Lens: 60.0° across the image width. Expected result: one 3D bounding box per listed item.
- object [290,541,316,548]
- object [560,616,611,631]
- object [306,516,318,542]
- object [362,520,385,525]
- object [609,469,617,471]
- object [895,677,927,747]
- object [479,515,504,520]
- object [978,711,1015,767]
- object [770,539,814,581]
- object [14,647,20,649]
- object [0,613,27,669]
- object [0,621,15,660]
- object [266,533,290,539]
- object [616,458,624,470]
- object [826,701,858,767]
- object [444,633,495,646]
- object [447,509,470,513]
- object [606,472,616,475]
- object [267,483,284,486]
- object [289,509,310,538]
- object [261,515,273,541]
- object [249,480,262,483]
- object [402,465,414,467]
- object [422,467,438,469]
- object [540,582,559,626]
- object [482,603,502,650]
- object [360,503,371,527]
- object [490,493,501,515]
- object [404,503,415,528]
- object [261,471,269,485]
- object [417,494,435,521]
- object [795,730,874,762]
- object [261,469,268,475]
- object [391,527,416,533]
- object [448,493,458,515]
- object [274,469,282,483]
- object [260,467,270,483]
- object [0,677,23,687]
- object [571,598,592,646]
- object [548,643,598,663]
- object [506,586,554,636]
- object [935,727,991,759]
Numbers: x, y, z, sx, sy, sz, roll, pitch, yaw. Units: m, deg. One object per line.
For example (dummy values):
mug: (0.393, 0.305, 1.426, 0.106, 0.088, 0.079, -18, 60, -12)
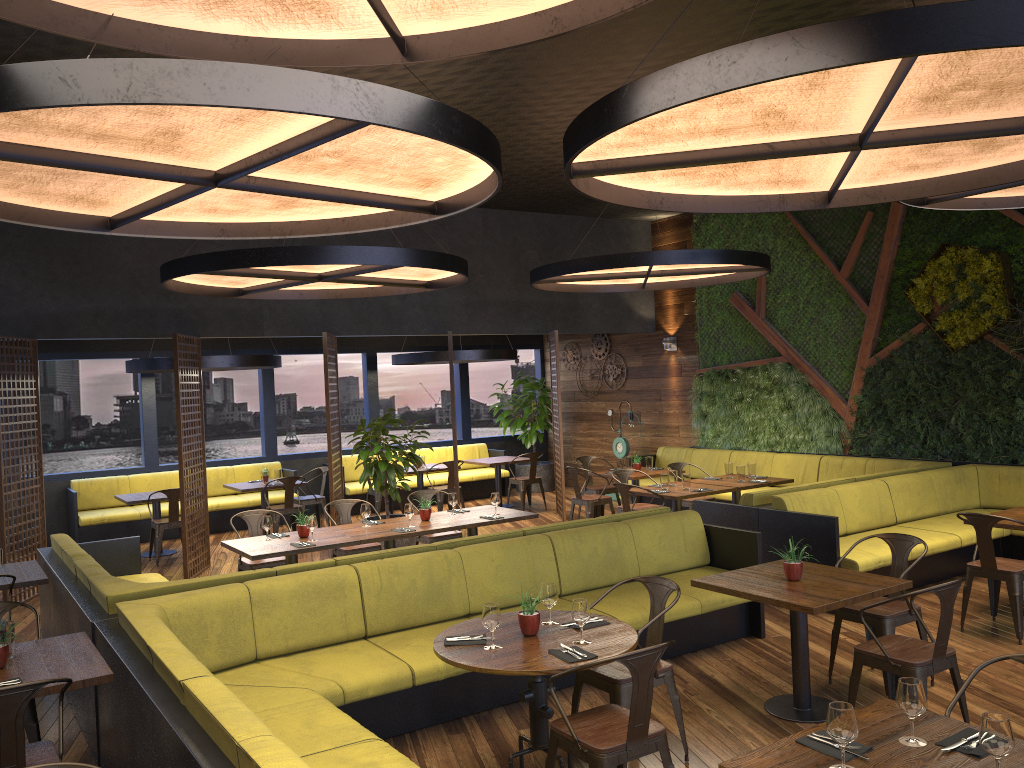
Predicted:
object: (-1.719, 1.308, 7.262, 0.157, 0.019, 0.255, -3, 0, -33)
object: (0.363, 1.228, 4.554, 0.255, 0.019, 0.157, -3, 0, -31)
object: (-1.675, 1.212, 7.429, 0.097, 0.206, 0.097, -3, 0, 13)
object: (-1.275, 1.284, 8.228, 0.157, 0.019, 0.255, -3, 0, -33)
object: (1.424, 1.143, 11.893, 0.255, 0.019, 0.157, -3, 0, -34)
object: (1.340, 1.098, 2.974, 0.097, 0.206, 0.097, -3, 0, -33)
object: (-0.200, 1.236, 8.257, 0.157, 0.019, 0.255, -3, 0, -33)
object: (1.450, 1.094, 2.650, 0.097, 0.206, 0.097, -3, 0, -41)
object: (1.689, 1.036, 5.297, 0.260, 0.271, 0.238, -3, 0, 2)
object: (-2.642, 1.360, 4.494, 0.255, 0.019, 0.157, -3, 0, -34)
object: (-2.466, 1.227, 4.252, 0.260, 0.271, 0.238, -3, 0, -32)
object: (-2.516, 1.275, 4.390, 0.102, 0.178, 0.102, -2, 0, 42)
object: (-2.035, 1.320, 7.731, 0.157, 0.019, 0.255, -3, 0, -33)
object: (1.421, 1.064, 11.611, 0.102, 0.178, 0.102, -2, 0, 42)
object: (1.037, 1.112, 2.785, 0.097, 0.206, 0.097, -3, 0, -41)
object: (-0.207, 1.254, 4.366, 0.255, 0.019, 0.157, -3, 0, -1)
object: (-0.516, 1.248, 8.726, 0.157, 0.019, 0.255, -3, 0, -33)
object: (1.321, 1.149, 11.482, 0.157, 0.019, 0.255, -3, 0, -34)
object: (-3.211, 1.350, 11.932, 0.255, 0.019, 0.157, -3, 0, -34)
object: (-1.798, 1.181, 7.606, 0.238, 0.271, 0.260, -3, 0, -12)
object: (-2.088, 1.230, 7.563, 0.097, 0.206, 0.097, -3, 0, 13)
object: (-3.580, 1.364, 12.483, 0.255, 0.019, 0.157, -3, 0, -34)
object: (-1.590, 1.269, 13.784, 0.255, 0.019, 0.157, -3, 0, -34)
object: (-1.221, 1.255, 13.233, 0.255, 0.019, 0.157, -3, 0, -34)
object: (0.194, 1.141, 4.608, 0.097, 0.206, 0.097, -3, 0, 5)
object: (-0.096, 1.156, 4.236, 0.097, 0.206, 0.097, -3, 0, 8)
object: (-1.328, 1.193, 8.061, 0.097, 0.206, 0.097, -3, 0, 13)
object: (-0.156, 1.139, 8.424, 0.097, 0.206, 0.097, -3, 0, 13)
object: (-0.915, 1.175, 7.926, 0.097, 0.206, 0.097, -3, 0, 13)
object: (-3.344, 1.276, 12.036, 0.102, 0.178, 0.102, -2, 0, 42)
object: (-0.817, 1.134, 8.249, 0.238, 0.271, 0.260, -3, 0, -12)
object: (1.090, 1.203, 2.952, 0.157, 0.019, 0.255, -3, 0, -33)
object: (-3.454, 1.279, 12.378, 0.102, 0.178, 0.102, -2, 0, 42)
object: (-0.960, 1.272, 7.759, 0.157, 0.019, 0.255, -3, 0, -33)
object: (-0.569, 1.157, 8.558, 0.097, 0.206, 0.097, -3, 0, 13)
object: (-3.226, 1.269, 12.228, 0.102, 0.178, 0.102, -2, 0, 42)
object: (-3.392, 1.231, 12.214, 0.238, 0.271, 0.260, -3, 0, -12)
object: (-2.320, 1.348, 3.943, 0.255, 0.019, 0.157, -3, 0, -34)
object: (0.331, 1.137, 4.249, 0.097, 0.206, 0.097, -3, 0, -8)
object: (0.268, 1.234, 4.088, 0.157, 0.019, 0.255, -3, 0, -26)
object: (0.078, 1.112, 4.410, 0.238, 0.271, 0.260, -3, 0, -12)
object: (1.511, 1.184, 2.926, 0.255, 0.019, 0.157, -3, 0, -33)
